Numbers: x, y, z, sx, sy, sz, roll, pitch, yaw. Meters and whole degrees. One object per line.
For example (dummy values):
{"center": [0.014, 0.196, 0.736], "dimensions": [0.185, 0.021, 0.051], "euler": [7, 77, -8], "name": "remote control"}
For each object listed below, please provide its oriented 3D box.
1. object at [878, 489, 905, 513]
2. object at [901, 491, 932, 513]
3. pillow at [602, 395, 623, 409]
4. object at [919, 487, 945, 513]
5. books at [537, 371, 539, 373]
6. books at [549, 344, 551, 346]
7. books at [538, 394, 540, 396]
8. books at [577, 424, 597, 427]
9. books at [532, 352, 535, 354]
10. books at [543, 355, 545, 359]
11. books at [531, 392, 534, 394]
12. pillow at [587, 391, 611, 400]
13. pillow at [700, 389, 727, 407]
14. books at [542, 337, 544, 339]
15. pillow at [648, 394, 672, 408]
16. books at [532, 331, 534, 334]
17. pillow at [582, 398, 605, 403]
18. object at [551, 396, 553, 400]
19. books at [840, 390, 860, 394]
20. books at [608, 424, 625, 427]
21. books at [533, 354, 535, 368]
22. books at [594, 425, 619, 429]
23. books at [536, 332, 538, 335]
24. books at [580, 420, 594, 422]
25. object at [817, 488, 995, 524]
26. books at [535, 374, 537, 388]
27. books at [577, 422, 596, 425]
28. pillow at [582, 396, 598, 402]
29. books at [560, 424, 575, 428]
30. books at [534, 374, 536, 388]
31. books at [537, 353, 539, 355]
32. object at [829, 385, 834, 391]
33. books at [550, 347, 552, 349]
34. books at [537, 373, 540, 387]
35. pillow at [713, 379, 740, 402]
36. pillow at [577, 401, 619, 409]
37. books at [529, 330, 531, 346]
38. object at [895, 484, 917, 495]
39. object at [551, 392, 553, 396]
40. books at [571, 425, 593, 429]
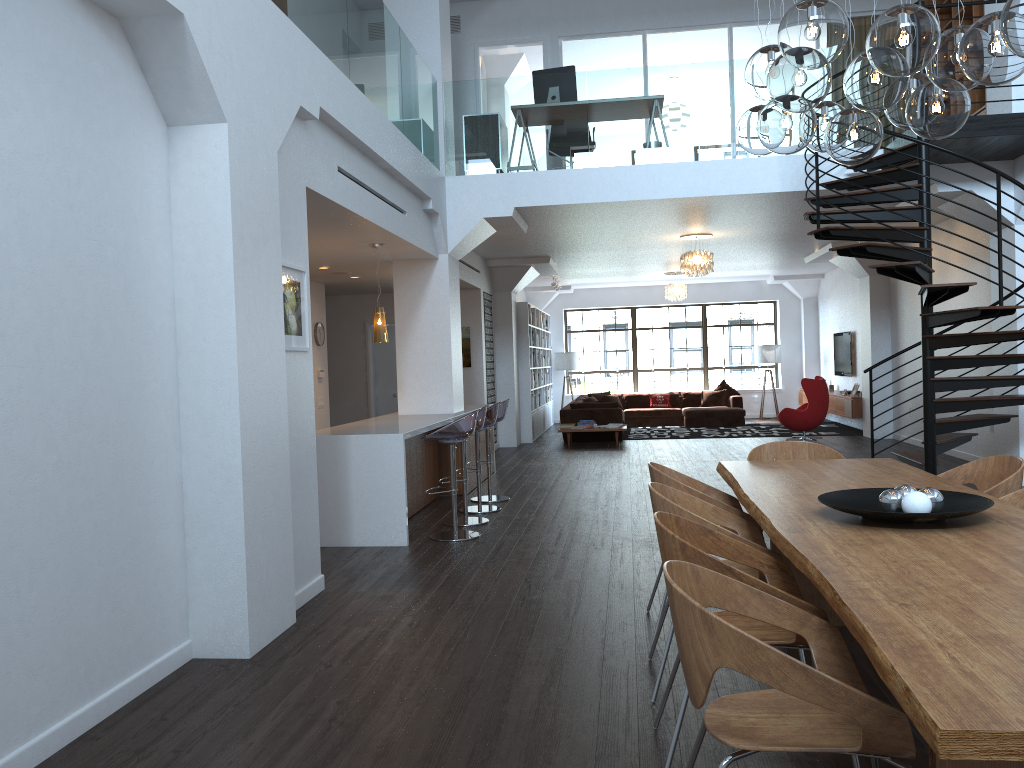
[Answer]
{"center": [1.393, 0.434, 3.245], "dimensions": [0.100, 0.100, 0.100], "euler": [-3, 2, -38], "name": "object"}
{"center": [1.438, 0.431, 3.153], "dimensions": [0.100, 0.100, 0.100], "euler": [-3, 2, -38], "name": "object"}
{"center": [2.079, 0.379, 18.557], "dimensions": [0.489, 0.337, 0.238], "euler": [-3, 1, -23], "name": "pillow"}
{"center": [1.514, 0.425, 3.219], "dimensions": [0.100, 0.100, 0.100], "euler": [-3, 2, -38], "name": "object"}
{"center": [0.425, -0.090, 16.878], "dimensions": [0.176, 0.290, 0.036], "euler": [-2, 1, 7], "name": "books"}
{"center": [0.698, -0.847, 19.363], "dimensions": [0.254, 0.032, 0.174], "euler": [-1, 2, 42], "name": "books"}
{"center": [0.473, 0.311, 17.136], "dimensions": [0.140, 0.231, 0.042], "euler": [-2, 1, 7], "name": "books"}
{"center": [1.262, 0.693, 14.916], "dimensions": [0.312, 0.037, 0.216], "euler": [-2, 1, -3], "name": "books"}
{"center": [0.340, -0.447, 16.303], "dimensions": [0.176, 0.294, 0.102], "euler": [-2, 1, 7], "name": "books"}
{"center": [0.615, -0.472, 18.336], "dimensions": [0.140, 0.231, 0.042], "euler": [-2, 1, 7], "name": "books"}
{"center": [0.248, 0.161, 15.396], "dimensions": [0.223, 0.027, 0.161], "euler": [-2, 1, 17], "name": "books"}
{"center": [1.901, 0.364, 18.677], "dimensions": [0.580, 0.418, 0.334], "euler": [-2, 1, -20], "name": "pillow"}
{"center": [4.156, 0.294, 18.309], "dimensions": [0.542, 0.362, 0.248], "euler": [-1, 1, 28], "name": "pillow"}
{"center": [0.582, -0.848, 18.278], "dimensions": [0.140, 0.231, 0.042], "euler": [-2, 1, 7], "name": "books"}
{"center": [3.099, 0.360, 18.567], "dimensions": [0.465, 0.308, 0.220], "euler": [-2, 1, 4], "name": "pillow"}
{"center": [0.305, -0.820, 16.271], "dimensions": [0.198, 0.284, 0.049], "euler": [-2, 1, 7], "name": "books"}
{"center": [1.497, 0.440, 15.658], "dimensions": [0.269, 0.411, 0.559], "euler": [-3, 2, -37], "name": "pillow"}
{"center": [0.722, 0.323, 19.395], "dimensions": [0.331, 0.088, 0.410], "euler": [-2, 1, 7], "name": "object"}
{"center": [6.026, 0.149, 15.826], "dimensions": [0.250, 0.053, 0.400], "euler": [-2, 1, 7], "name": "books"}
{"center": [1.736, 0.680, 14.786], "dimensions": [0.256, 0.035, 0.350], "euler": [-1, 2, 33], "name": "books"}
{"center": [0.316, -0.422, 16.068], "dimensions": [0.182, 0.253, 0.034], "euler": [-2, 1, 7], "name": "books"}
{"center": [1.538, 0.693, 14.465], "dimensions": [0.231, 0.040, 0.342], "euler": [-3, 2, -43], "name": "books"}
{"center": [0.414, -0.843, 16.983], "dimensions": [0.176, 0.290, 0.053], "euler": [-2, 1, 7], "name": "books"}
{"center": [1.260, 0.626, 14.916], "dimensions": [0.224, 0.027, 0.157], "euler": [-2, 1, 12], "name": "books"}
{"center": [1.431, 0.455, 3.248], "dimensions": [0.592, 0.066, 0.592], "euler": [-3, 2, -35], "name": "object"}
{"center": [0.360, -0.058, 16.346], "dimensions": [0.183, 0.253, 0.034], "euler": [-2, 1, 7], "name": "books"}
{"center": [1.257, 0.657, 14.920], "dimensions": [0.279, 0.035, 0.191], "euler": [-2, 1, 17], "name": "books"}
{"center": [1.574, 0.427, 17.088], "dimensions": [0.325, 0.391, 0.625], "euler": [-1, 1, 24], "name": "pillow"}
{"center": [0.940, 0.701, 14.898], "dimensions": [0.241, 0.045, 0.334], "euler": [-2, 1, 9], "name": "books"}
{"center": [0.334, -0.053, 16.178], "dimensions": [0.183, 0.253, 0.034], "euler": [-2, 1, 7], "name": "books"}
{"center": [0.396, -0.571, 17.044], "dimensions": [0.223, 0.027, 0.161], "euler": [-2, 1, -3], "name": "books"}
{"center": [6.250, 0.075, 17.346], "dimensions": [0.089, 0.110, 0.089], "euler": [-3, 2, -38], "name": "object"}
{"center": [0.698, -0.780, 19.369], "dimensions": [0.284, 0.035, 0.197], "euler": [-1, 2, 37], "name": "books"}
{"center": [0.430, -0.071, 16.843], "dimensions": [0.183, 0.253, 0.034], "euler": [-2, 1, 7], "name": "books"}
{"center": [4.378, 0.201, 18.444], "dimensions": [0.651, 0.587, 0.335], "euler": [-2, 1, -14], "name": "pillow"}
{"center": [1.502, 0.488, 15.390], "dimensions": [0.750, 0.364, 0.289], "euler": [-2, 1, 7], "name": "pillow"}
{"center": [0.245, -0.804, 15.535], "dimensions": [0.176, 0.290, 0.053], "euler": [-2, 1, 7], "name": "books"}
{"center": [1.469, 0.425, 3.310], "dimensions": [0.100, 0.100, 0.100], "euler": [-3, 2, -38], "name": "object"}
{"center": [0.719, 0.235, 19.393], "dimensions": [0.331, 0.088, 0.410], "euler": [-2, 1, 7], "name": "object"}
{"center": [1.141, 0.707, 14.526], "dimensions": [0.236, 0.035, 0.340], "euler": [-1, 2, 32], "name": "books"}
